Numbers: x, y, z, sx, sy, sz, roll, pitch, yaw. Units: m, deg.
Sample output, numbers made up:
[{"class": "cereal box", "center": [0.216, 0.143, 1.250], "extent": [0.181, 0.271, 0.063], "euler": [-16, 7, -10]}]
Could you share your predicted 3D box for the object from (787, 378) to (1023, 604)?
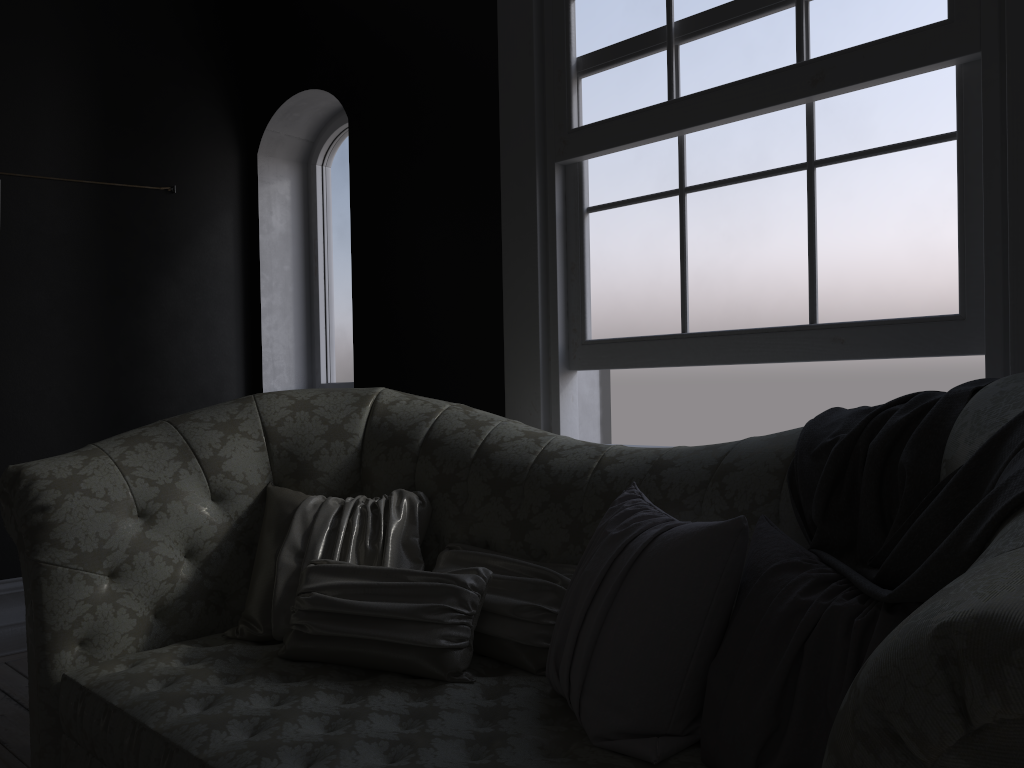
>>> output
[{"class": "object", "center": [0.798, 0.268, 1.452], "extent": [0.517, 0.585, 1.367], "euler": [-1, 0, 4]}]

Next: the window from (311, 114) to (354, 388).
[{"class": "window", "center": [-0.793, -0.685, 4.655], "extent": [0.740, 1.457, 0.112], "euler": [-1, 1, 45]}]

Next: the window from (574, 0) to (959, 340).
[{"class": "window", "center": [0.666, -0.971, 2.624], "extent": [1.263, 1.672, 0.056], "euler": [-1, 1, 45]}]

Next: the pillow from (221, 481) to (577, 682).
[{"class": "pillow", "center": [-0.345, 0.496, 2.349], "extent": [1.105, 0.416, 0.529], "euler": [-1, 0, 45]}]

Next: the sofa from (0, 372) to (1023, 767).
[{"class": "sofa", "center": [0.048, 0.574, 2.061], "extent": [1.605, 1.161, 2.813], "euler": [-1, 0, -44]}]

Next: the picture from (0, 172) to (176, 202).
[{"class": "picture", "center": [-3.252, -0.587, 2.867], "extent": [0.058, 0.771, 4.456], "euler": [0, 0, 45]}]

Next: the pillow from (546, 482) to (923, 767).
[{"class": "pillow", "center": [0.380, 0.456, 1.661], "extent": [0.405, 0.461, 0.964], "euler": [-1, 0, -38]}]
